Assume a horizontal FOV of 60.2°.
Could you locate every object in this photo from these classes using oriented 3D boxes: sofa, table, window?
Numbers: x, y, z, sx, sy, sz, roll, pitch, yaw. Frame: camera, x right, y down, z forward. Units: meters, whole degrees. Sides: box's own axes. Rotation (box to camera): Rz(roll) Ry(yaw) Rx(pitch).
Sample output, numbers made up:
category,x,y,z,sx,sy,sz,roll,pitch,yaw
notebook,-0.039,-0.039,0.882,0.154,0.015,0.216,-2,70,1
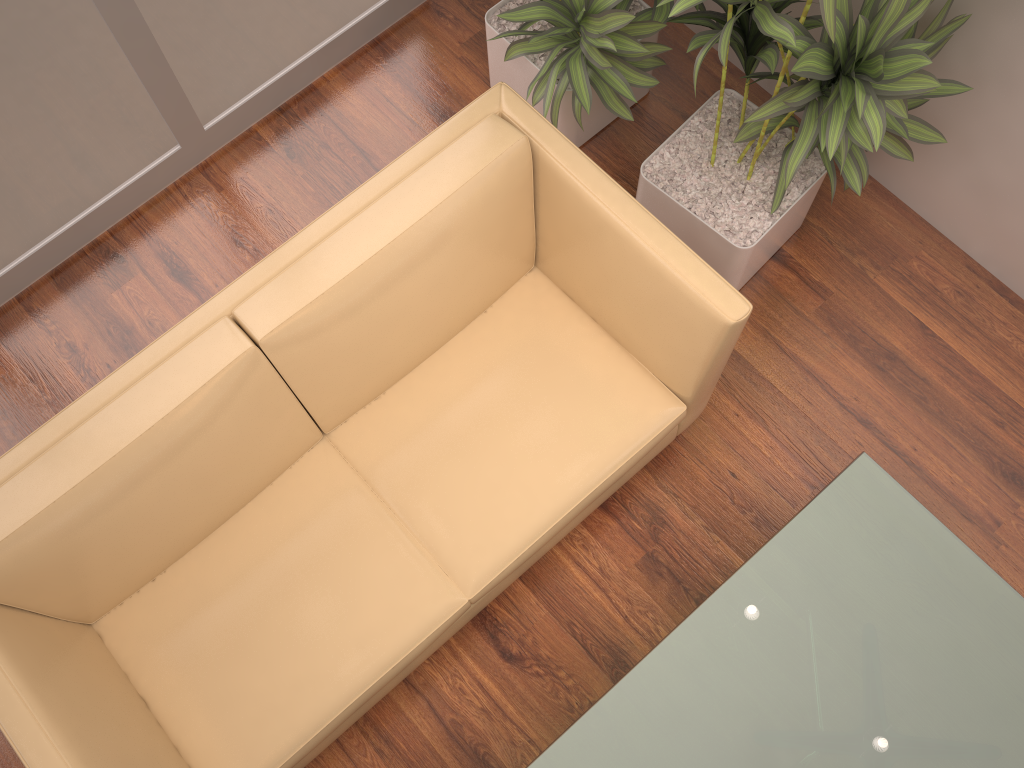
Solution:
category,x,y,z,sx,sy,sz,roll,pitch,yaw
sofa,-0.388,0.235,2.275,1.780,0.863,0.864,-40,73,-11
table,0.458,1.170,2.081,1.849,0.577,0.924,-40,74,-10
window,-3.409,0.478,0.982,8.461,3.378,0.061,-40,72,-10

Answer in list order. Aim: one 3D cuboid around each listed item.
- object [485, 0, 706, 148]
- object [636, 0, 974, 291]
category,x,y,z,sx,sy,sz,roll,pitch,yaw
object,0.209,-1.437,2.115,1.075,2.169,0.942,-23,69,-7
object,0.669,-0.985,1.947,0.960,2.169,1.055,-27,70,-9
